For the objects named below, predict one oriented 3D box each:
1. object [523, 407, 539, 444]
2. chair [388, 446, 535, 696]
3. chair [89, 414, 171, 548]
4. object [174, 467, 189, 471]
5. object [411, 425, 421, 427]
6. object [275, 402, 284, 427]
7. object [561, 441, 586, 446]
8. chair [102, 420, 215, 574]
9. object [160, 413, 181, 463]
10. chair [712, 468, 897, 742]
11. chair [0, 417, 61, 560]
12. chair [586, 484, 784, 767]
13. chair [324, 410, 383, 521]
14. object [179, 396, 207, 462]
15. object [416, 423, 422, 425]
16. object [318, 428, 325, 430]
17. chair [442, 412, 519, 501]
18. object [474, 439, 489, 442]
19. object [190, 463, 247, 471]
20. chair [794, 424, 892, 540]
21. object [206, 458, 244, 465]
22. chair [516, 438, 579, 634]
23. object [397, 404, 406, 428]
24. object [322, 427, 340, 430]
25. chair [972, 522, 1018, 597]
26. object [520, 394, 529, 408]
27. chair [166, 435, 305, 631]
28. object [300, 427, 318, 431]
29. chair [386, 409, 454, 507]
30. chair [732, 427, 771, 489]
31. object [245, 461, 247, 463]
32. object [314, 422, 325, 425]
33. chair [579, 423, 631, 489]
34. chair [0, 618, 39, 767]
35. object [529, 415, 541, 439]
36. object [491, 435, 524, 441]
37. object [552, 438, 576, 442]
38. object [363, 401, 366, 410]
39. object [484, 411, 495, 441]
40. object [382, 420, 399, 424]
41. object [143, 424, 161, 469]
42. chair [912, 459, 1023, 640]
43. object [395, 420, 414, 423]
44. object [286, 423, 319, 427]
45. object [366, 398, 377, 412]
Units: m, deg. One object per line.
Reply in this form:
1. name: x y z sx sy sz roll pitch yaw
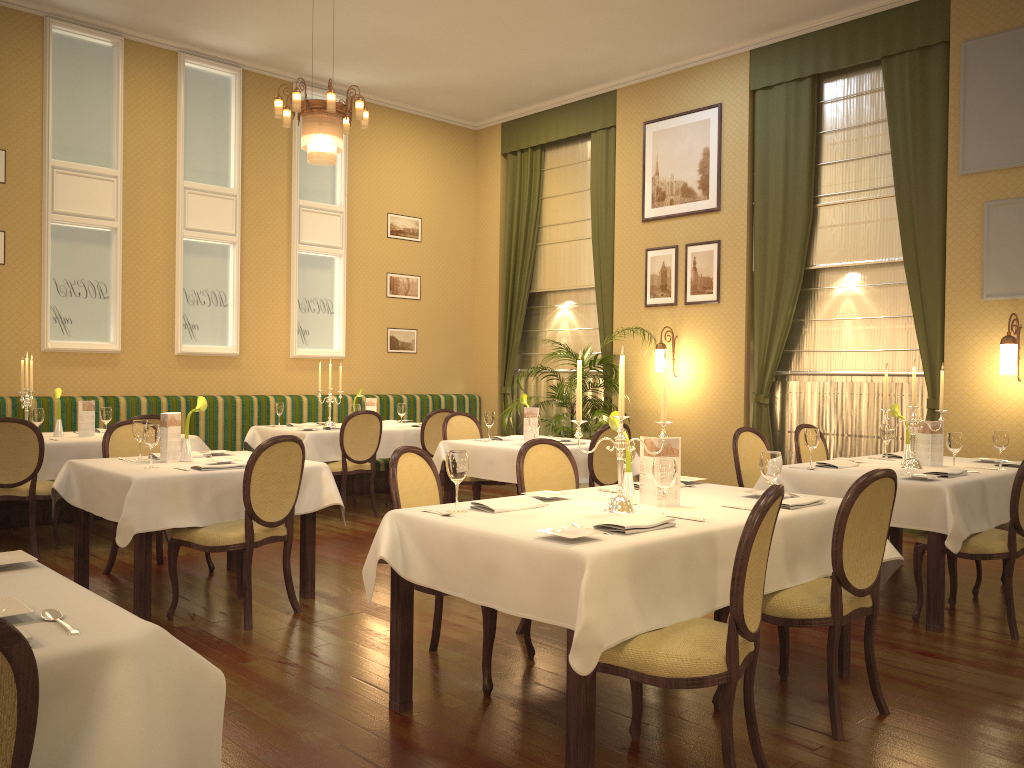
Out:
1. object: 0.121 0.316 6.706 0.081 0.277 0.166 0 1 -37
2. chair: -0.225 0.756 3.837 0.571 0.955 0.530 1 1 22
3. chair: -2.823 0.693 6.622 0.530 0.955 0.571 0 1 -43
4. object: -1.734 0.442 4.639 0.017 0.010 0.185 0 1 -43
5. object: -0.848 0.410 8.709 0.273 0.024 0.142 0 1 -43
6. object: -2.203 0.290 8.402 0.088 0.229 0.088 1 1 5
7. object: 0.414 0.447 6.670 0.273 0.024 0.142 0 1 -43
8. chair: -2.235 0.712 5.549 0.571 0.955 0.530 1 1 37
9. object: -1.957 0.304 5.037 0.081 0.277 0.166 1 1 3
10. chair: 1.142 0.779 3.403 0.530 0.955 0.571 0 1 -43
11. chair: -3.414 0.690 6.061 0.530 0.955 0.571 1 1 -18
12. chair: 0.545 0.777 2.782 0.571 0.955 0.530 1 1 27
13. chair: -1.470 0.699 7.892 0.530 0.955 0.571 0 1 -43
14. object: -1.817 0.255 5.049 0.163 0.375 0.076 1 1 24
15. object: -0.900 0.406 8.919 0.160 0.024 0.160 0 1 -43
16. object: -1.733 0.407 8.025 0.038 0.015 0.181 0 1 -42
17. chair: -0.271 0.720 7.386 0.530 0.955 0.571 0 1 -43
18. object: -0.234 0.441 6.902 0.017 0.010 0.185 0 1 -42
19. object: -1.550 0.439 4.720 0.273 0.024 0.142 0 1 -43
20. chair: 2.281 0.767 6.172 0.530 0.955 0.571 0 1 -43
21. object: -1.602 0.435 4.930 0.160 0.024 0.160 0 1 -43
22. chair: 0.331 0.758 4.344 0.530 0.955 0.571 0 1 -43
23. object: -1.061 0.304 8.515 0.088 0.229 0.088 1 1 5
24. object: -1.576 0.402 8.098 0.273 0.033 0.142 0 1 -43
25. chair: 3.093 0.788 5.231 0.530 0.955 0.571 0 1 -43
26. object: 0.115 0.263 6.926 0.076 0.375 0.163 1 1 -21
27. chair: -1.405 0.732 4.620 0.571 0.955 0.530 1 1 27
28. object: -1.813 0.403 7.883 0.160 0.024 0.160 0 1 -43
29. chair: -0.833 0.702 8.444 0.530 0.955 0.571 0 1 -43
30. chair: 1.717 0.765 5.644 0.530 0.955 0.571 0 1 -43
31. object: -1.428 0.442 4.909 0.038 0.015 0.181 0 1 -42
32. object: -1.849 0.394 8.781 0.160 0.024 0.160 0 1 -43
33. chair: 0.541 0.741 6.445 0.530 0.955 0.571 0 1 -43
34. chair: -1.040 0.769 1.358 0.530 0.955 0.571 0 1 -43
35. object: 0.162 0.341 6.411 0.088 0.229 0.088 1 1 5
36. object: -0.021 0.433 7.097 0.273 0.033 0.142 0 1 -43
37. object: 0.424 0.443 6.995 0.160 0.024 0.160 0 1 -43
38. object: -1.485 0.293 9.069 0.088 0.229 0.088 1 1 5
39. object: -0.177 0.331 6.964 0.088 0.229 0.088 1 1 5
40. object: -1.328 0.394 9.203 0.273 0.033 0.142 0 1 -43
41. object: -1.906 0.330 4.690 0.088 0.229 0.088 1 1 -1
42. chair: 2.478 0.785 4.655 0.530 0.955 0.571 0 1 -43
43. object: -1.153 0.397 9.409 0.160 0.024 0.160 0 1 -43
44. object: -2.011 0.392 8.512 0.273 0.033 0.142 0 1 -43
45. object: -1.390 0.276 8.669 0.081 0.277 0.166 1 1 -27
